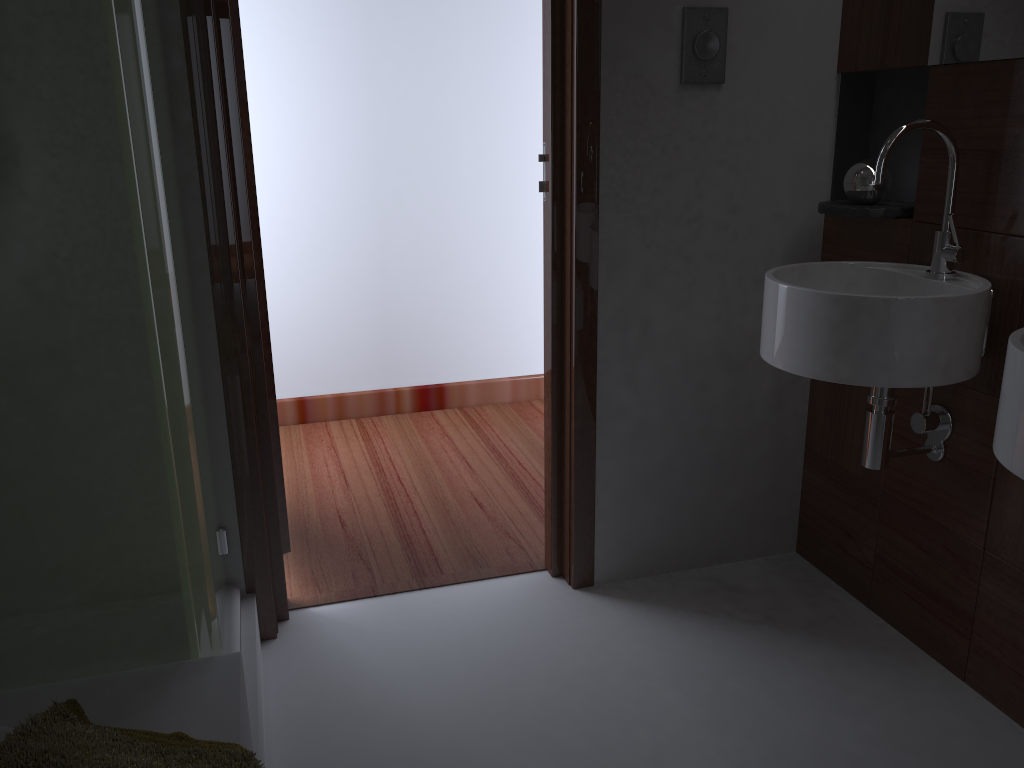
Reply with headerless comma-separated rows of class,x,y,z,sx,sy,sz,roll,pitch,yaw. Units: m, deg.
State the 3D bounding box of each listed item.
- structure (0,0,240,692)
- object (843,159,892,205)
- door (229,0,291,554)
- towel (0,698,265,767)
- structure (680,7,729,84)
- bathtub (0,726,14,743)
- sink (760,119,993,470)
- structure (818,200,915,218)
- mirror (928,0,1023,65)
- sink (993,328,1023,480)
structure,-1.019,-0.225,1.320,1.015,2.079,0.765,-6,17,-15
object,0.993,-0.295,1.468,0.104,0.104,1.350,-6,17,-15
door,-0.793,-0.494,2.235,0.095,1.780,0.708,-14,21,-38
towel,-0.342,0.696,0.780,0.349,0.452,0.890,-7,18,-21
structure,0.436,-0.765,2.005,0.109,0.164,0.028,-6,17,-15
bathtub,-0.637,0.842,0.379,0.881,0.424,1.683,-6,17,-15
sink,0.718,-0.156,1.773,0.417,0.715,0.415,-6,17,-15
structure,0.830,-0.409,2.067,0.222,0.023,0.220,10,20,32
mirror,0.905,-0.921,1.601,0.010,0.635,0.316,-6,17,-15
sink,0.896,0.016,1.191,0.417,0.715,0.415,-6,17,-15
